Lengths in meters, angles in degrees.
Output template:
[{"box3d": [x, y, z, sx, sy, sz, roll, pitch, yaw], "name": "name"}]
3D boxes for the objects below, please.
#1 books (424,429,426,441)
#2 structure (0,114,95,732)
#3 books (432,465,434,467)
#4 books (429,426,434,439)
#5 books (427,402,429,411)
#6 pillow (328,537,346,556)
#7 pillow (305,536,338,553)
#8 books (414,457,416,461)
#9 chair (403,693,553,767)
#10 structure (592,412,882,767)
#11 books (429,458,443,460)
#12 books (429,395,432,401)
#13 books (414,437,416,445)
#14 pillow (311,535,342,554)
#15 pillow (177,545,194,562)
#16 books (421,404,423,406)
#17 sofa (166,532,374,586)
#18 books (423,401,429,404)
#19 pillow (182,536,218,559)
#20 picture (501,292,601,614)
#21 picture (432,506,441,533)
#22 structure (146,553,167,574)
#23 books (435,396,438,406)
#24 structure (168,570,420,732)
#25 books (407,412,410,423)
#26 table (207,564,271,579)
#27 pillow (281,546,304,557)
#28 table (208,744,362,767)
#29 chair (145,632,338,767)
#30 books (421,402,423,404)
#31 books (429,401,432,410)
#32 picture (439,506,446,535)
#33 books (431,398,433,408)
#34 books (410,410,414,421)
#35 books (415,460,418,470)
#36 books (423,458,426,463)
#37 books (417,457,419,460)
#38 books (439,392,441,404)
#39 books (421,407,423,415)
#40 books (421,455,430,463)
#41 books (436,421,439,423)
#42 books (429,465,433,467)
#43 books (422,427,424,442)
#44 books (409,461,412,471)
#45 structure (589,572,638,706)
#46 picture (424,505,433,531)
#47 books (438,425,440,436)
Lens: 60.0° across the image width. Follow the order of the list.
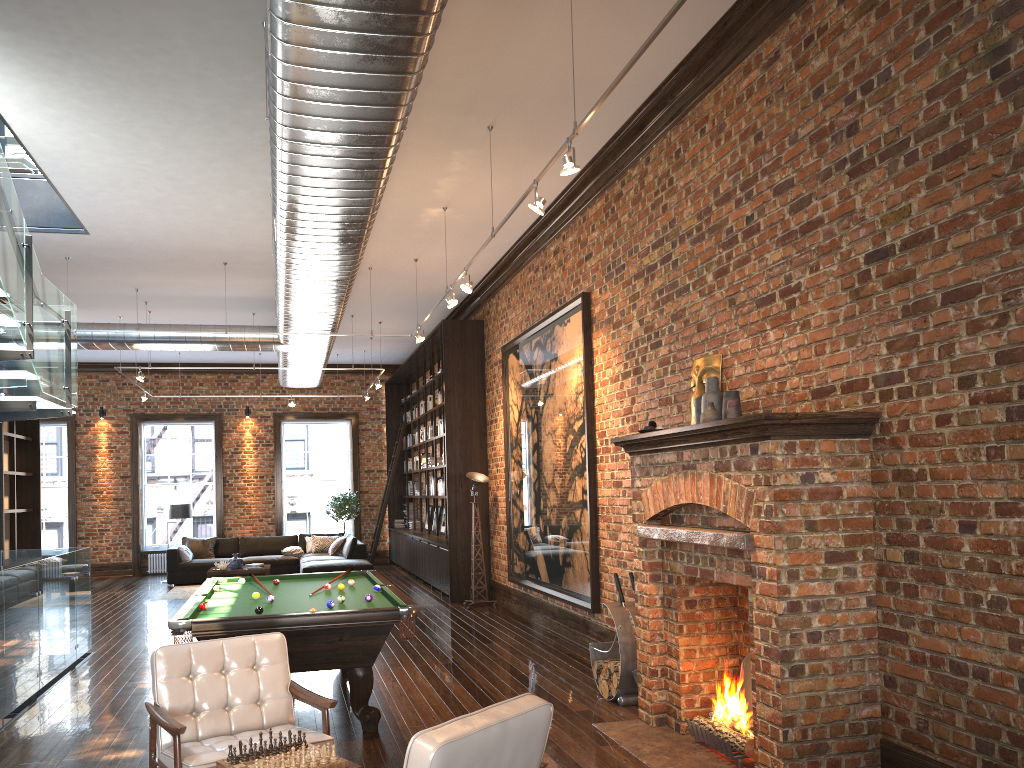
[{"box3d": [-1.569, 0.984, 16.839, 0.191, 0.248, 0.024, -1, -2, -15], "name": "books"}, {"box3d": [-5.103, 0.611, 5.492, 3.575, 14.439, 7.077, -1, -3, -15], "name": "structure"}, {"box3d": [-1.300, 1.468, 15.823, 0.204, 0.035, 0.268, 0, -7, -13], "name": "books"}, {"box3d": [-1.354, 0.884, 15.976, 0.272, 0.240, 0.083, 0, -3, -15], "name": "books"}, {"box3d": [-1.534, 0.463, 16.721, 0.143, 0.250, 0.078, -1, -2, -15], "name": "books"}, {"box3d": [-3.308, 3.076, 16.774, 0.314, 0.354, 0.633, -1, -6, -15], "name": "pillow"}, {"box3d": [-3.704, 3.146, 17.339, 0.703, 0.337, 0.271, 0, -4, -14], "name": "pillow"}, {"box3d": [-1.920, 1.646, 18.256, 0.185, 0.285, 0.036, -1, -2, -15], "name": "books"}, {"box3d": [-0.327, 1.520, 3.044, 0.743, 0.862, 0.770, -4, -5, 35], "name": "chair"}, {"box3d": [1.153, 1.205, 5.145, 0.886, 1.899, 2.010, -1, -4, -15], "name": "structure"}, {"box3d": [-1.372, 1.360, 16.069, 0.243, 0.015, 0.166, 0, -7, -11], "name": "books"}, {"box3d": [-1.443, 0.374, 16.324, 0.186, 0.327, 0.069, -1, -2, -15], "name": "books"}, {"box3d": [-2.008, 1.220, 18.557, 0.185, 0.209, 0.069, -1, -3, -15], "name": "books"}, {"box3d": [-3.589, 3.099, 17.184, 0.611, 0.360, 0.289, -1, -4, -11], "name": "pillow"}, {"box3d": [-6.022, 3.130, 16.378, 0.244, 0.304, 0.577, -1, -6, -14], "name": "pillow"}, {"box3d": [-1.668, 0.514, 17.195, 0.192, 0.265, 0.017, -1, -2, -15], "name": "books"}, {"box3d": [-4.392, 3.174, 15.862, 3.499, 0.800, 3.470, 0, -7, -14], "name": "sofa"}, {"box3d": [-1.599, 0.471, 16.942, 0.176, 0.288, 0.030, -1, -2, -15], "name": "books"}, {"box3d": [-5.952, 3.102, 16.799, 0.700, 0.438, 0.306, 0, -4, -14], "name": "pillow"}, {"box3d": [0.342, 0.827, 9.814, 0.080, 2.989, 3.219, -1, -4, -15], "name": "picture"}, {"box3d": [-1.414, 2.534, 16.638, 0.112, 0.496, 0.510, -1, -4, -15], "name": "picture"}, {"box3d": [-6.964, 3.733, 18.573, 1.301, 0.394, 0.217, 0, -3, -15], "name": "structure"}, {"box3d": [-1.307, 0.344, 15.796, 0.190, 0.254, 0.062, -1, -2, -15], "name": "books"}, {"box3d": [-1.683, 2.022, 6.922, 1.552, 0.847, 2.974, 0, -7, -14], "name": "structure"}, {"box3d": [-2.116, 0.729, 18.847, 0.235, 0.251, 0.028, -1, -2, -15], "name": "books"}, {"box3d": [-4.669, 3.335, 15.230, 1.000, 0.344, 1.007, 0, -6, -14], "name": "table"}, {"box3d": [-4.208, 3.216, 16.990, 0.409, 0.203, 0.614, 0, -6, -16], "name": "pillow"}, {"box3d": [-0.917, 1.778, 3.538, 0.517, 0.493, 0.465, 2, -6, -39], "name": "table"}, {"box3d": [-1.302, 1.692, 4.263, 0.768, 0.862, 0.745, 1, -5, -34], "name": "chair"}, {"box3d": [-1.685, 0.505, 17.327, 0.166, 0.314, 0.016, -1, -2, -15], "name": "books"}, {"box3d": [-1.409, 0.415, 16.147, 0.193, 0.201, 0.027, -1, -2, -15], "name": "books"}, {"box3d": [-1.204, 2.432, 15.822, 0.112, 0.496, 0.510, -1, -4, -15], "name": "picture"}, {"box3d": [-1.348, 0.367, 15.912, 0.191, 0.239, 0.008, -1, -2, -15], "name": "books"}, {"box3d": [-2.048, 0.689, 18.646, 0.190, 0.279, 0.017, -1, -2, -15], "name": "books"}, {"box3d": [-1.831, 1.638, 17.850, 0.236, 0.202, 0.046, 0, -2, -15], "name": "books"}, {"box3d": [-1.673, 1.564, 17.382, 0.147, 0.231, 0.036, -1, -2, -15], "name": "books"}, {"box3d": [-1.818, 1.613, 17.899, 0.177, 0.263, 0.042, -1, -2, -15], "name": "books"}, {"box3d": [-1.145, 0.260, 15.134, 0.184, 0.257, 0.032, -1, -2, -15], "name": "books"}, {"box3d": [-1.660, 0.539, 17.131, 0.187, 0.199, 0.030, -1, -2, -15], "name": "books"}, {"box3d": [-1.704, 1.542, 17.429, 0.188, 0.286, 0.013, -1, -2, -15], "name": "books"}, {"box3d": [-1.347, 0.841, 16.043, 0.155, 0.333, 0.014, -1, -2, -15], "name": "books"}, {"box3d": [-1.366, 1.485, 16.058, 0.244, 0.025, 0.161, 0, -7, -15], "name": "books"}, {"box3d": [-1.653, 0.997, 17.198, 0.183, 0.312, 0.013, -1, -2, -15], "name": "books"}, {"box3d": [-2.075, 1.745, 18.798, 0.231, 0.224, 0.024, -1, -2, -15], "name": "books"}, {"box3d": [0.944, 1.862, 6.546, 0.537, 0.915, 0.932, -1, -4, -14], "name": "structure"}, {"box3d": [-1.658, 2.653, 17.588, 0.112, 0.496, 0.510, -1, -4, -15], "name": "picture"}, {"box3d": [-1.182, 0.817, 15.344, 0.181, 0.207, 0.030, -1, -2, -15], "name": "books"}]
